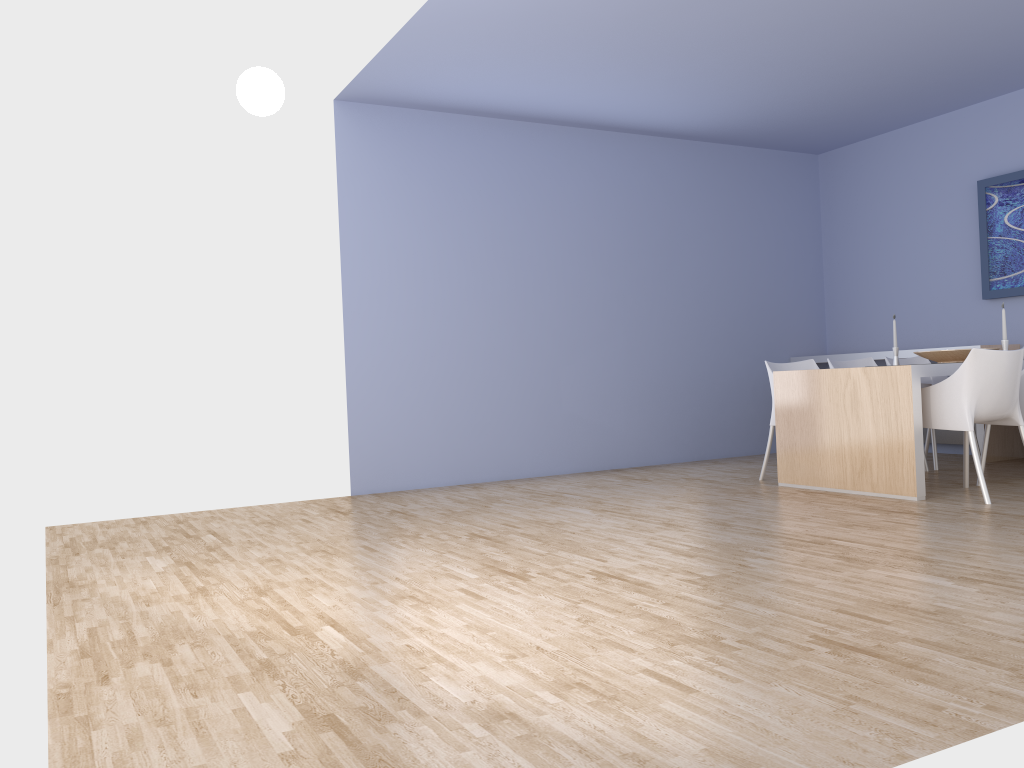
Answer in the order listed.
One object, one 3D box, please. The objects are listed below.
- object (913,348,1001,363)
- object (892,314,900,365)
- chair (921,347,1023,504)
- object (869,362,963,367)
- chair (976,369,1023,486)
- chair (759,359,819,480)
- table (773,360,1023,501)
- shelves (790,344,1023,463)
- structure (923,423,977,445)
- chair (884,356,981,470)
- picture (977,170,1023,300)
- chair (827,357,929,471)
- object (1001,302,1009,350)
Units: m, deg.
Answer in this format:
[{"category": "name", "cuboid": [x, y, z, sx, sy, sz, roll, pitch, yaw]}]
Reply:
[{"category": "object", "cuboid": [2.814, -0.175, 5.615, 0.493, 0.081, 0.493, -3, 0, -9]}, {"category": "object", "cuboid": [2.552, -0.295, 5.906, 0.045, 0.349, 0.045, -3, 0, 14]}, {"category": "chair", "cuboid": [2.493, 0.205, 4.792, 0.510, 0.793, 0.486, -3, 0, -28]}, {"category": "object", "cuboid": [2.815, -0.133, 5.611, 0.986, 0.005, 0.594, -3, 0, -28]}, {"category": "chair", "cuboid": [3.019, 0.182, 5.071, 0.510, 0.793, 0.486, -3, 0, -27]}, {"category": "chair", "cuboid": [1.957, 0.229, 5.807, 0.510, 0.793, 0.486, -3, 0, -28]}, {"category": "table", "cuboid": [2.921, 0.223, 5.669, 2.340, 0.718, 1.002, -3, 0, -28]}, {"category": "shelves", "cuboid": [3.623, 0.132, 6.349, 0.463, 0.840, 3.901, -3, 0, -28]}, {"category": "structure", "cuboid": [3.817, 0.208, 6.374, 0.064, 0.503, 3.843, -3, 0, -28]}, {"category": "chair", "cuboid": [2.972, 0.184, 6.343, 0.510, 0.793, 0.486, -3, 0, -28]}, {"category": "picture", "cuboid": [3.860, -1.104, 6.184, 0.049, 0.901, 1.252, -3, 0, -28]}, {"category": "chair", "cuboid": [2.465, 0.207, 6.075, 0.510, 0.793, 0.486, -3, 0, -28]}, {"category": "object", "cuboid": [2.907, -0.311, 5.234, 0.045, 0.349, 0.045, -3, 0, -28]}]
